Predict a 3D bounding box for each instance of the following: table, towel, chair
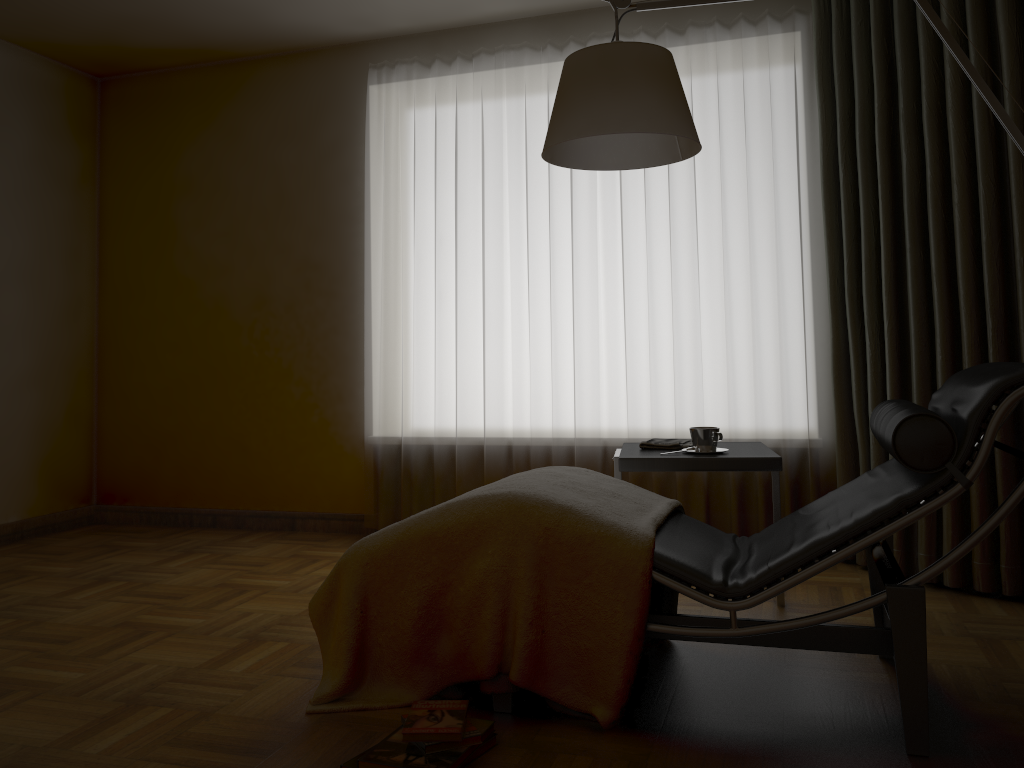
[{"bbox_3d":[0.621,0.243,2.995,0.499,0.045,0.517,-1,1,9],"label":"table"},{"bbox_3d":[0.550,0.210,3.099,0.178,0.035,0.240,-1,1,21],"label":"towel"},{"bbox_3d":[0.487,0.359,2.278,1.786,0.802,0.634,-1,-2,17],"label":"chair"}]

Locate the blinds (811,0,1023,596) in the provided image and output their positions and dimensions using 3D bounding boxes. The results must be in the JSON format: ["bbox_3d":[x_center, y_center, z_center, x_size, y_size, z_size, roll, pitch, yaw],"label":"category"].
[{"bbox_3d":[1.648,-0.528,2.977,0.224,2.465,1.526,1,-3,-27],"label":"blinds"}]

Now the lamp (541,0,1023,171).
[{"bbox_3d":[0.768,-0.190,2.306,1.413,1.977,0.450,-2,-4,21],"label":"lamp"}]

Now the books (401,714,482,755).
[{"bbox_3d":[-0.152,0.733,1.877,0.123,0.018,0.172,-2,1,-23],"label":"books"}]

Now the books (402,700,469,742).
[{"bbox_3d":[-0.160,0.715,1.878,0.123,0.018,0.172,-1,1,2],"label":"books"}]

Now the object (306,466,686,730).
[{"bbox_3d":[-0.009,0.515,2.443,0.907,0.523,0.916,-1,0,18],"label":"object"}]

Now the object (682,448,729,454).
[{"bbox_3d":[0.629,0.219,2.877,0.150,0.009,0.150,-1,1,23],"label":"object"}]

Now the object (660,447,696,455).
[{"bbox_3d":[0.534,0.215,2.843,0.123,0.020,0.029,-2,0,-13],"label":"object"}]

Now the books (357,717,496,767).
[{"bbox_3d":[-0.172,0.753,1.846,0.189,0.020,0.264,-1,1,22],"label":"books"}]

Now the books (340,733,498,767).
[{"bbox_3d":[-0.188,0.774,1.848,0.200,0.022,0.280,0,2,32],"label":"books"}]

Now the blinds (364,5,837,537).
[{"bbox_3d":[0.309,-0.462,3.992,2.193,2.303,0.092,-2,-4,17],"label":"blinds"}]

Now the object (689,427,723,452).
[{"bbox_3d":[0.635,0.182,2.877,0.110,0.079,0.097,-1,-1,19],"label":"object"}]
